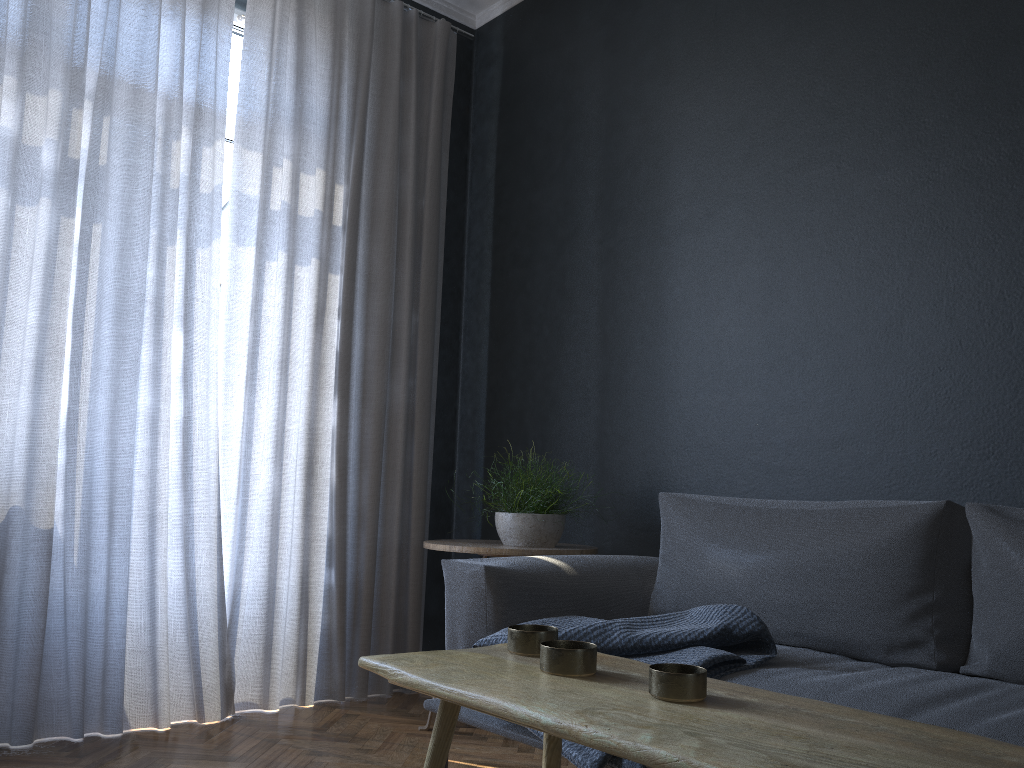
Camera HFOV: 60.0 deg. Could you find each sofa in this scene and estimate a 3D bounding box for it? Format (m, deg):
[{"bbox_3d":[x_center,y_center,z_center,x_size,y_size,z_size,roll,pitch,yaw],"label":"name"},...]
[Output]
[{"bbox_3d":[0.849,0.632,1.833,0.971,0.796,2.342,8,-10,-41],"label":"sofa"}]

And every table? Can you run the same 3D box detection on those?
[{"bbox_3d":[0.146,0.616,0.950,0.340,0.549,0.788,8,-9,-40],"label":"table"}]

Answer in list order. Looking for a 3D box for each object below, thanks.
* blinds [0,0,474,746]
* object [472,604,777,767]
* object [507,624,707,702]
[{"bbox_3d":[-1.781,-0.382,2.523,3.997,2.783,0.312,8,-9,-40],"label":"blinds"},{"bbox_3d":[0.240,0.665,2.069,0.490,0.328,0.667,7,-9,-35],"label":"object"},{"bbox_3d":[0.090,0.342,1.103,0.103,0.033,0.369,6,-9,-30],"label":"object"}]
